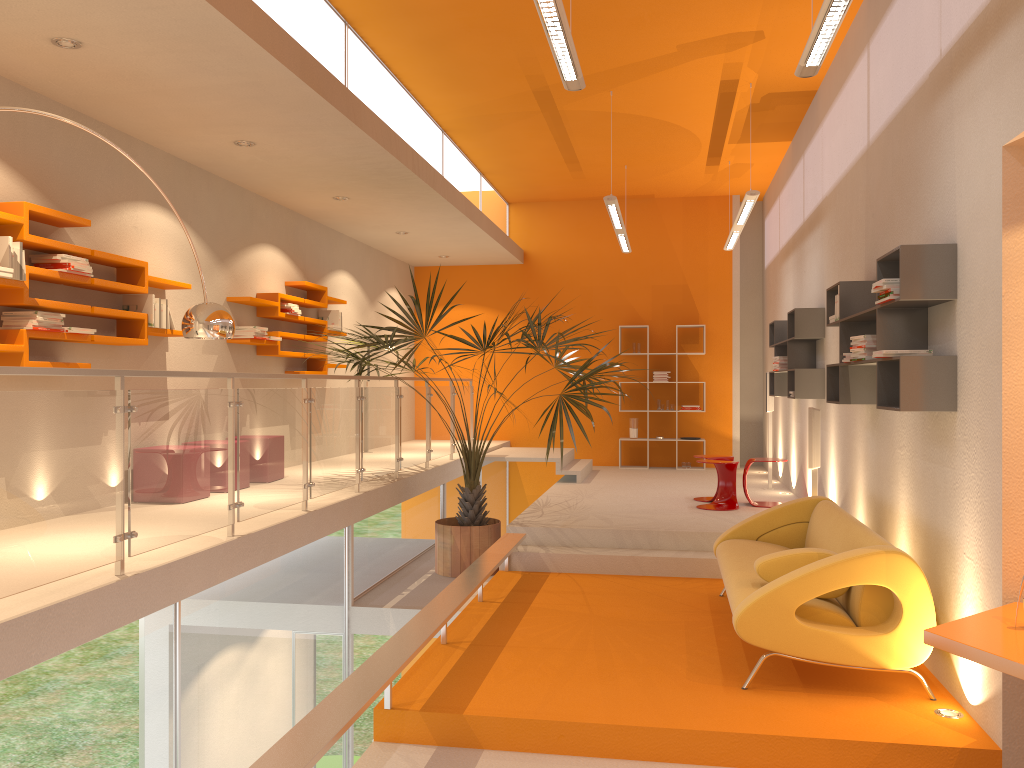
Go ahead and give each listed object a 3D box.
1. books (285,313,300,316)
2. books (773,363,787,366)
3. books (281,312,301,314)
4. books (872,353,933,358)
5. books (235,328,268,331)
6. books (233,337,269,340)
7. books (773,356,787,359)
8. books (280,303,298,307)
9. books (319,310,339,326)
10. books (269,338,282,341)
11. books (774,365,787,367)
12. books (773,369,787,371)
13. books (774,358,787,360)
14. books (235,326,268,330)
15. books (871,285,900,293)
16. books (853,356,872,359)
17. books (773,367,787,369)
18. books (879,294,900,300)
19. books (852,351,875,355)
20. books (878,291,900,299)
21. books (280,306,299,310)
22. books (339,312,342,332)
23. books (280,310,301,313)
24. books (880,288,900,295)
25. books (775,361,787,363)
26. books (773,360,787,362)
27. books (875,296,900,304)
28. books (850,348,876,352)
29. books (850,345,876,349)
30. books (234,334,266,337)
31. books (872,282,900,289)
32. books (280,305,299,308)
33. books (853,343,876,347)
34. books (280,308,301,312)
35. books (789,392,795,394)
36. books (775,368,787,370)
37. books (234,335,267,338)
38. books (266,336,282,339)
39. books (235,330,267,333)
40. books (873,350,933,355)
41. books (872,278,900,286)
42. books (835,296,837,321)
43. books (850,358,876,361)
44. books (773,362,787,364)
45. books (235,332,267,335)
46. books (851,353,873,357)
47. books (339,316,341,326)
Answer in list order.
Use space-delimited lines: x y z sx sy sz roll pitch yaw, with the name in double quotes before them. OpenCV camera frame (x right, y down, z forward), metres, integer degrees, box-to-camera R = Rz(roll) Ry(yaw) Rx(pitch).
"books" -2.184 -0.664 8.483 0.210 0.013 0.297 0 0 10
"books" 2.783 -0.196 8.958 0.230 0.017 0.227 0 0 0
"books" -2.179 -0.676 8.476 0.268 0.011 0.190 0 0 12
"books" 1.943 -0.141 4.423 0.254 0.015 0.190 0 0 17
"books" -2.303 -0.473 7.766 0.254 0.015 0.190 0 0 17
"books" -2.289 -0.400 7.765 0.210 0.013 0.297 0 0 10
"books" 2.783 -0.268 8.958 0.230 0.017 0.227 0 0 0
"books" -2.196 -0.753 8.470 0.230 0.017 0.226 0 0 10
"books" -1.987 -0.687 9.624 0.230 0.227 0.017 0 0 10
"books" -2.253 -0.402 8.050 0.254 0.015 0.190 0 0 17
"books" 2.770 -0.180 8.963 0.190 0.015 0.254 0 0 7
"books" 2.773 -0.140 8.956 0.210 0.013 0.297 0 0 5
"books" 2.770 -0.252 8.963 0.190 0.015 0.254 0 0 7
"books" -2.297 -0.489 7.778 0.226 0.017 0.230 0 0 10
"books" 1.949 -0.475 4.428 0.230 0.017 0.227 0 0 5
"books" 2.092 -0.152 5.096 0.190 0.011 0.268 0 0 7
"books" 2.774 -0.165 8.970 0.190 0.015 0.254 0 0 1
"books" 1.958 -0.431 4.425 0.190 0.011 0.268 0 0 12
"books" 2.088 -0.180 5.099 0.190 0.015 0.254 0 0 7
"books" 1.957 -0.444 4.416 0.190 0.015 0.254 0 0 6
"books" -2.182 -0.721 8.467 0.227 0.017 0.230 0 0 5
"books" -1.965 -0.679 9.714 0.207 0.210 0.021 0 0 10
"books" -2.169 -0.690 8.475 0.254 0.015 0.190 0 0 6
"books" 1.961 -0.459 4.423 0.190 0.015 0.254 0 0 12
"books" 2.774 -0.223 8.960 0.190 0.011 0.268 0 0 7
"books" 2.774 -0.236 8.970 0.190 0.015 0.254 0 0 1
"books" 1.959 -0.419 4.429 0.210 0.013 0.297 0 0 10
"books" 2.101 -0.196 5.094 0.230 0.017 0.226 0 0 0
"books" 2.091 -0.211 5.092 0.210 0.013 0.297 0 0 5
"books" -2.291 -0.426 7.751 0.190 0.015 0.254 0 0 6
"books" 1.945 -0.491 4.431 0.254 0.015 0.190 0 0 17
"books" -2.184 -0.737 8.463 0.190 0.015 0.254 0 0 17
"books" 2.092 -0.223 5.096 0.190 0.011 0.268 0 0 7
"books" -2.176 -0.705 8.480 0.254 0.015 0.190 0 0 12
"books" 2.618 0.077 7.939 0.230 0.017 0.227 0 0 10
"books" 2.774 -0.152 8.960 0.190 0.011 0.268 0 0 7
"books" -2.291 -0.412 7.761 0.190 0.011 0.268 0 0 12
"books" -2.247 -0.418 8.062 0.226 0.017 0.230 0 0 10
"books" -2.299 -0.457 7.764 0.230 0.017 0.227 0 0 5
"books" 1.950 -0.157 4.435 0.226 0.017 0.230 0 0 10
"books" 1.951 -0.507 4.442 0.226 0.017 0.230 0 0 10
"books" 2.239 -0.497 5.816 0.230 0.169 0.023 0 0 10
"books" 2.091 -0.140 5.092 0.210 0.013 0.297 0 0 5
"books" 2.773 -0.211 8.956 0.210 0.013 0.297 0 0 5
"books" -2.287 -0.441 7.758 0.190 0.015 0.254 0 0 12
"books" 2.092 -0.165 5.106 0.190 0.015 0.254 0 0 1
"books" -1.978 -0.659 9.664 0.230 0.169 0.027 0 0 10
